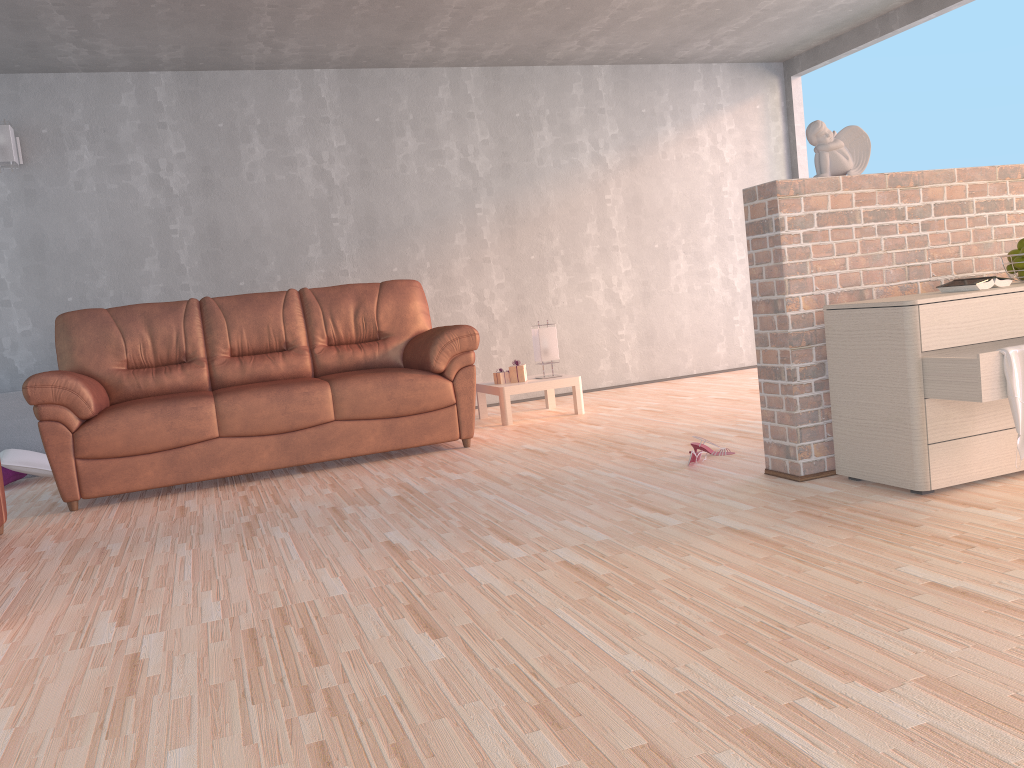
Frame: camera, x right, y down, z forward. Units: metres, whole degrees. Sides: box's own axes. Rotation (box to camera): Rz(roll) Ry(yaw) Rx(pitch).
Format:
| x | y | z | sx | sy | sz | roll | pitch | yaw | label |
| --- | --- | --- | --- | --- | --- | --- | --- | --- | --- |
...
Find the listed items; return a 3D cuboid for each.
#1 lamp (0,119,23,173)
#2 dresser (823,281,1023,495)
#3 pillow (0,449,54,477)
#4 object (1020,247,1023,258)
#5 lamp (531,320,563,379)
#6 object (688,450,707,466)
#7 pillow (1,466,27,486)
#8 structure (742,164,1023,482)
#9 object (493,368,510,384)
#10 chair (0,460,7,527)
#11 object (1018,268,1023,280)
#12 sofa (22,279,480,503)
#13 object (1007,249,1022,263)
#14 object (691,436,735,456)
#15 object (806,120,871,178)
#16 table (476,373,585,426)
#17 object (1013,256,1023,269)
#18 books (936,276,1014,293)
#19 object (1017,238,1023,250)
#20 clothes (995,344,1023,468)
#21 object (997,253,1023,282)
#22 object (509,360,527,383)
| x | y | z | sx | sy | sz | roll | pitch | yaw | label |
| --- | --- | --- | --- | --- | --- | --- | --- | --- | --- |
| -3.084 | -1.438 | 5.376 | 0.165 | 0.319 | 0.177 | -8 | 5 | -19 | lamp |
| 1.997 | -0.064 | 3.079 | 1.686 | 0.612 | 0.605 | -8 | 5 | -19 | dresser |
| -2.850 | 0.468 | 5.253 | 0.357 | 0.205 | 0.388 | -9 | 6 | -32 | pillow |
| 1.809 | -0.462 | 3.107 | 0.046 | 0.045 | 0.046 | -8 | 5 | -20 | object |
| 0.220 | -0.225 | 5.758 | 0.140 | 0.376 | 0.140 | -8 | 5 | -19 | lamp |
| 0.764 | 0.297 | 3.662 | 0.078 | 0.066 | 0.192 | -5 | 5 | 17 | object |
| -3.075 | 0.541 | 5.150 | 0.392 | 0.130 | 0.365 | -6 | 5 | 1 | pillow |
| 1.589 | -0.274 | 3.415 | 1.422 | 1.057 | 0.211 | -8 | 5 | -19 | structure |
| -0.048 | -0.057 | 5.713 | 0.080 | 0.105 | 0.152 | -2 | 7 | 39 | object |
| -2.474 | 0.230 | 3.235 | 0.936 | 0.879 | 0.970 | -8 | 5 | -20 | chair |
| 1.828 | -0.396 | 3.144 | 0.060 | 0.055 | 0.059 | -4 | 6 | 26 | object |
| -1.338 | -0.055 | 4.803 | 2.202 | 0.923 | 0.981 | -8 | 5 | -19 | sofa |
| 1.799 | -0.455 | 3.172 | 0.049 | 0.053 | 0.054 | -5 | 5 | 11 | object |
| 0.861 | 0.263 | 3.813 | 0.188 | 0.085 | 0.069 | -4 | 5 | 20 | object |
| 1.177 | -0.855 | 3.235 | 0.216 | 0.218 | 0.131 | -8 | 5 | -20 | object |
| 0.108 | 0.092 | 5.776 | 0.548 | 0.241 | 0.548 | -8 | 5 | -19 | table |
| 1.796 | -0.429 | 3.130 | 0.046 | 0.044 | 0.046 | -8 | 5 | -23 | object |
| 1.566 | -0.339 | 3.001 | 0.209 | 0.040 | 0.146 | -9 | 6 | -29 | books |
| 1.831 | -0.493 | 3.160 | 0.054 | 0.056 | 0.054 | -8 | 5 | -19 | object |
| 1.556 | 0.060 | 2.621 | 0.325 | 0.369 | 0.097 | -8 | 5 | -18 | clothes |
| 1.847 | -0.416 | 3.162 | 0.202 | 0.104 | 0.202 | -9 | 6 | -26 | object |
| 0.037 | -0.085 | 5.666 | 0.099 | 0.147 | 0.102 | -5 | 5 | 10 | object |
